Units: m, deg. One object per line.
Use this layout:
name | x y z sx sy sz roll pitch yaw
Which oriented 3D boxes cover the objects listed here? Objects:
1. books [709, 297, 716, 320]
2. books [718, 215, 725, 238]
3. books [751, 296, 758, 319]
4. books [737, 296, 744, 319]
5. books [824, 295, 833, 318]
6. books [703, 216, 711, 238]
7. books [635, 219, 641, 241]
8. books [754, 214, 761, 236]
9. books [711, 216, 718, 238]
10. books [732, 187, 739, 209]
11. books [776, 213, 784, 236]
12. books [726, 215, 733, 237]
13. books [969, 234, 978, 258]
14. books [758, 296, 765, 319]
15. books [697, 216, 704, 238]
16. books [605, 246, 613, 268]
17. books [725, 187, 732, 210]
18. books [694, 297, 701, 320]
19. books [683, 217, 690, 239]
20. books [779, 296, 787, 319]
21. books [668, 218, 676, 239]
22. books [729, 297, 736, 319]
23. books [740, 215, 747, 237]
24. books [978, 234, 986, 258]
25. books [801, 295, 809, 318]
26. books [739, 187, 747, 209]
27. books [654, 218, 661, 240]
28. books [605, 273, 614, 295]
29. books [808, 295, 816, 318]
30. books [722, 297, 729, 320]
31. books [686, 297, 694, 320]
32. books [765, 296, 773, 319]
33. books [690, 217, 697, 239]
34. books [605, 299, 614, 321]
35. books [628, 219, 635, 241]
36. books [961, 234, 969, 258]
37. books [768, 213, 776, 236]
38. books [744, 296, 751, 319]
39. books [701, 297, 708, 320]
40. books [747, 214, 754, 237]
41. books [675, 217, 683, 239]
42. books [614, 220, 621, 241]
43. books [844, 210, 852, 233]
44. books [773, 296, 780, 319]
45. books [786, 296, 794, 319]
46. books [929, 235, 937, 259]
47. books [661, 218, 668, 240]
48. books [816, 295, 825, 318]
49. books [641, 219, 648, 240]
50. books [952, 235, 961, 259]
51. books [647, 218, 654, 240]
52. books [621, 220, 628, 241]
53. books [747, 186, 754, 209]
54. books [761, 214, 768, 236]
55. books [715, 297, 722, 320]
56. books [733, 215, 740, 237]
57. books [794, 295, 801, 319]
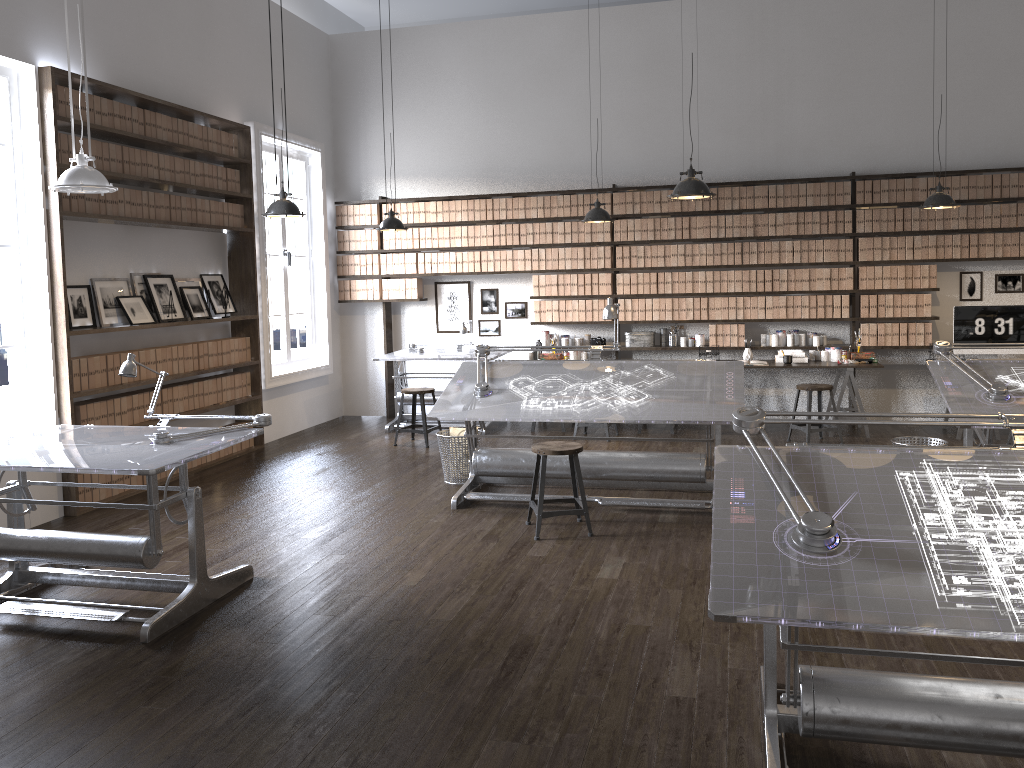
books | 2.039 -0.770 9.014 0.067 0.225 0.175 0 5 14
books | 2.116 -1.580 8.933 0.067 0.225 0.175 0 5 14
books | 2.439 -0.768 8.912 0.067 0.225 0.175 0 5 14
books | 2.303 -0.769 8.944 0.067 0.225 0.175 0 5 14
books | 3.120 -0.765 8.741 0.067 0.225 0.175 0 5 14
books | 1.975 -1.580 8.965 0.067 0.225 0.175 0 5 14
books | 1.309 -1.584 9.137 0.067 0.225 0.175 0 5 14
books | 2.453 -1.579 8.852 0.067 0.225 0.175 0 5 14
books | 2.045 -1.580 8.948 0.067 0.225 0.175 0 5 14
books | 2.244 -1.855 8.881 0.067 0.225 0.175 0 5 14
books | 2.658 -1.578 8.796 0.067 0.225 0.175 0 5 14
books | 2.188 -1.580 8.913 0.067 0.225 0.175 0 5 14
books | 4.351 -1.303 8.384 0.067 0.225 0.175 0 5 14
books | 2.506 -0.767 8.891 0.067 0.225 0.175 0 5 14
books | 1.915 -1.581 8.985 0.067 0.225 0.175 0 5 14
books | 1.011 -1.319 9.235 0.067 0.225 0.175 0 5 14
books | 2.173 -1.855 8.895 0.067 0.225 0.175 0 5 14
books | 1.894 -0.771 9.051 0.067 0.225 0.175 0 5 14
books | 1.778 -1.582 9.016 0.067 0.225 0.175 0 5 14
books | 2.702 -0.766 8.840 0.067 0.225 0.175 0 5 14
books | 1.637 -1.582 9.053 0.067 0.225 0.175 0 5 14
books | 2.232 -0.768 8.958 0.067 0.225 0.175 0 5 14
books | 2.320 -1.580 8.883 0.067 0.225 0.175 0 5 14
books | 4.424 -1.303 8.371 0.067 0.225 0.175 0 5 14
books | 2.905 -0.766 8.790 0.067 0.225 0.175 0 5 14
books | 2.313 -1.856 8.867 0.067 0.225 0.175 0 5 14
books | 1.501 -1.583 9.092 0.067 0.225 0.175 0 5 14
books | 1.020 -1.043 9.246 0.067 0.225 0.175 0 5 14
books | 2.975 -0.766 8.777 0.067 0.225 0.175 0 5 14
books | 2.162 -0.769 8.976 0.067 0.225 0.175 0 5 14
books | 1.824 -0.770 9.064 0.067 0.225 0.175 0 5 14
books | 2.577 -0.767 8.875 0.067 0.225 0.175 0 5 14
books | 1.852 -1.582 9.003 0.067 0.225 0.175 0 5 14
books | 1.023 -0.774 9.266 0.067 0.225 0.175 0 5 14
books | 1.238 -1.584 9.153 0.067 0.225 0.175 0 5 14
books | 4.280 -1.304 8.408 0.067 0.225 0.175 0 5 14
books | 2.587 -1.578 8.812 0.067 0.225 0.175 0 5 14
books | 2.372 -0.769 8.931 0.067 0.225 0.175 0 5 14
books | 1.966 -0.770 9.027 0.067 0.225 0.175 0 5 14
books | 2.383 -1.579 8.862 0.067 0.225 0.175 0 5 14
books | 1.707 -1.583 9.040 0.067 0.225 0.175 0 5 14
books | 1.104 -1.585 9.193 0.067 0.225 0.175 0 5 14
books | 3.273 -1.575 8.641 0.067 0.225 0.175 0 5 14
books | 2.638 -0.767 8.861 0.067 0.225 0.175 0 5 14
books | 2.769 -0.767 8.829 0.067 0.225 0.175 0 5 14
books | 4.007 -1.304 8.471 0.067 0.225 0.175 0 5 14
books | 1.569 -1.583 9.074 0.067 0.225 0.175 0 5 14
books | 3.046 -0.765 8.754 0.067 0.225 0.175 0 5 14
books | 1.370 -1.584 9.123 0.067 0.225 0.175 0 5 14
books | 4.210 -1.304 8.421 0.067 0.225 0.175 0 5 14
books | 1.434 -1.583 9.103 0.067 0.225 0.175 0 5 14
books | 1.171 -1.585 9.174 0.067 0.225 0.175 0 5 14
books | 2.380 -1.855 8.848 0.067 0.225 0.175 0 5 14
books | 2.520 -1.579 8.833 0.067 0.225 0.175 0 5 14
books | 2.102 -0.770 8.996 0.067 0.225 0.175 0 5 14
books | 2.258 -1.580 8.897 0.067 0.225 0.175 0 5 14
books | 2.837 -0.767 8.812 0.067 0.225 0.175 0 5 14
